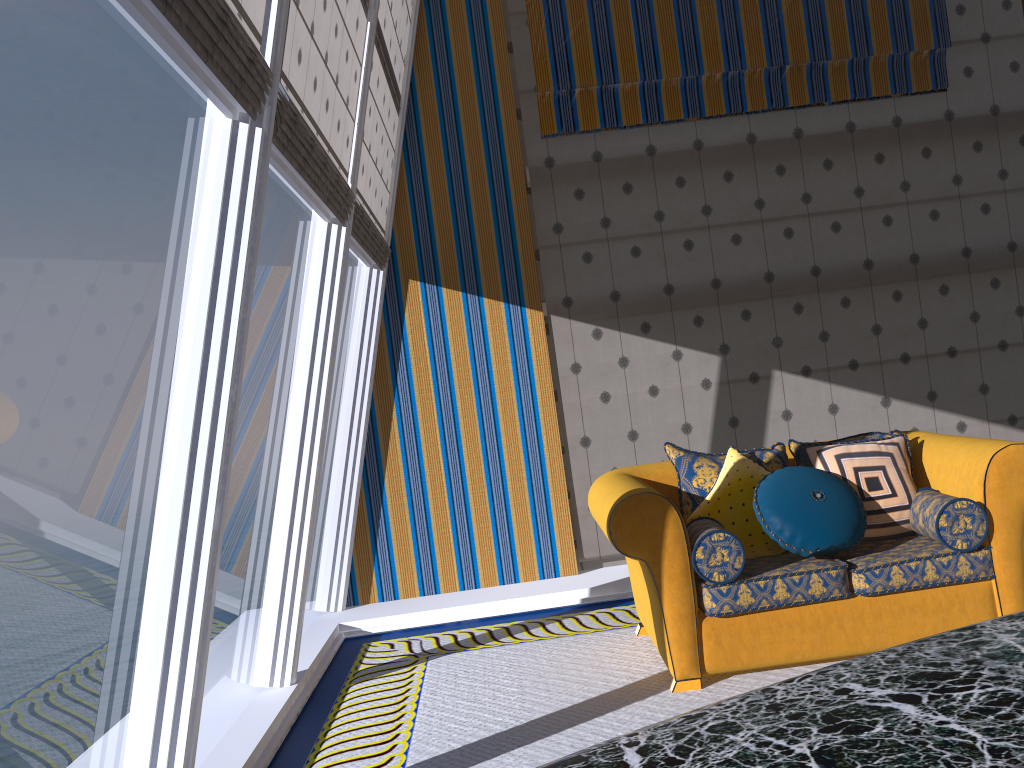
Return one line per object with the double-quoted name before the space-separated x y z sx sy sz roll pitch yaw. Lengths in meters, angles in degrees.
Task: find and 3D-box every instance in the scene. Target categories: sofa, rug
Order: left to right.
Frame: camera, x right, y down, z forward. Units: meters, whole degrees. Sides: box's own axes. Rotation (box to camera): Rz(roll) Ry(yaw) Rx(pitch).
"sofa" 1.333 0.744 4.059 1.848 0.854 1.011 -7 0 -1
"rug" 2.322 1.029 3.344 6.263 0.011 3.590 -7 -1 -3

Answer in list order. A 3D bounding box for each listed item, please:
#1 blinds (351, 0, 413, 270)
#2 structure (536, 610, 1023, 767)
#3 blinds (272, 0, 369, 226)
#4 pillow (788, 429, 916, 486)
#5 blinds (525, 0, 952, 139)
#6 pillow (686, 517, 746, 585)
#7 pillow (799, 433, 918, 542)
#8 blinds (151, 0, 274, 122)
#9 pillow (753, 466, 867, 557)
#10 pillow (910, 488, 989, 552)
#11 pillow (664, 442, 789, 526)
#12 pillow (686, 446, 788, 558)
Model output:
"blinds" -0.580 -2.449 4.896 0.875 3.394 1.364 -7 0 -2
"structure" 0.859 0.084 0.458 2.320 2.196 0.766 -7 0 -11
"blinds" -0.543 -2.471 3.413 0.875 3.394 1.364 -7 0 -2
"pillow" 1.623 0.534 4.202 0.613 0.610 0.340 -7 0 3
"blinds" 1.317 -3.195 5.621 2.663 2.990 0.152 -7 0 -3
"pillow" 0.836 0.694 3.727 0.215 0.219 0.378 -7 0 3
"pillow" 1.629 0.473 4.002 0.522 0.456 0.327 -7 0 -3
"blinds" -0.504 -2.493 1.872 0.875 3.394 1.364 -7 0 -2
"pillow" 1.267 0.540 3.784 0.465 0.367 0.387 -7 0 -42
"pillow" 1.816 0.567 3.740 0.215 0.219 0.373 -7 0 3
"pillow" 1.032 0.579 4.168 0.599 0.672 0.355 -7 0 6
"pillow" 1.077 0.526 4.014 0.610 0.491 0.232 -7 0 3
